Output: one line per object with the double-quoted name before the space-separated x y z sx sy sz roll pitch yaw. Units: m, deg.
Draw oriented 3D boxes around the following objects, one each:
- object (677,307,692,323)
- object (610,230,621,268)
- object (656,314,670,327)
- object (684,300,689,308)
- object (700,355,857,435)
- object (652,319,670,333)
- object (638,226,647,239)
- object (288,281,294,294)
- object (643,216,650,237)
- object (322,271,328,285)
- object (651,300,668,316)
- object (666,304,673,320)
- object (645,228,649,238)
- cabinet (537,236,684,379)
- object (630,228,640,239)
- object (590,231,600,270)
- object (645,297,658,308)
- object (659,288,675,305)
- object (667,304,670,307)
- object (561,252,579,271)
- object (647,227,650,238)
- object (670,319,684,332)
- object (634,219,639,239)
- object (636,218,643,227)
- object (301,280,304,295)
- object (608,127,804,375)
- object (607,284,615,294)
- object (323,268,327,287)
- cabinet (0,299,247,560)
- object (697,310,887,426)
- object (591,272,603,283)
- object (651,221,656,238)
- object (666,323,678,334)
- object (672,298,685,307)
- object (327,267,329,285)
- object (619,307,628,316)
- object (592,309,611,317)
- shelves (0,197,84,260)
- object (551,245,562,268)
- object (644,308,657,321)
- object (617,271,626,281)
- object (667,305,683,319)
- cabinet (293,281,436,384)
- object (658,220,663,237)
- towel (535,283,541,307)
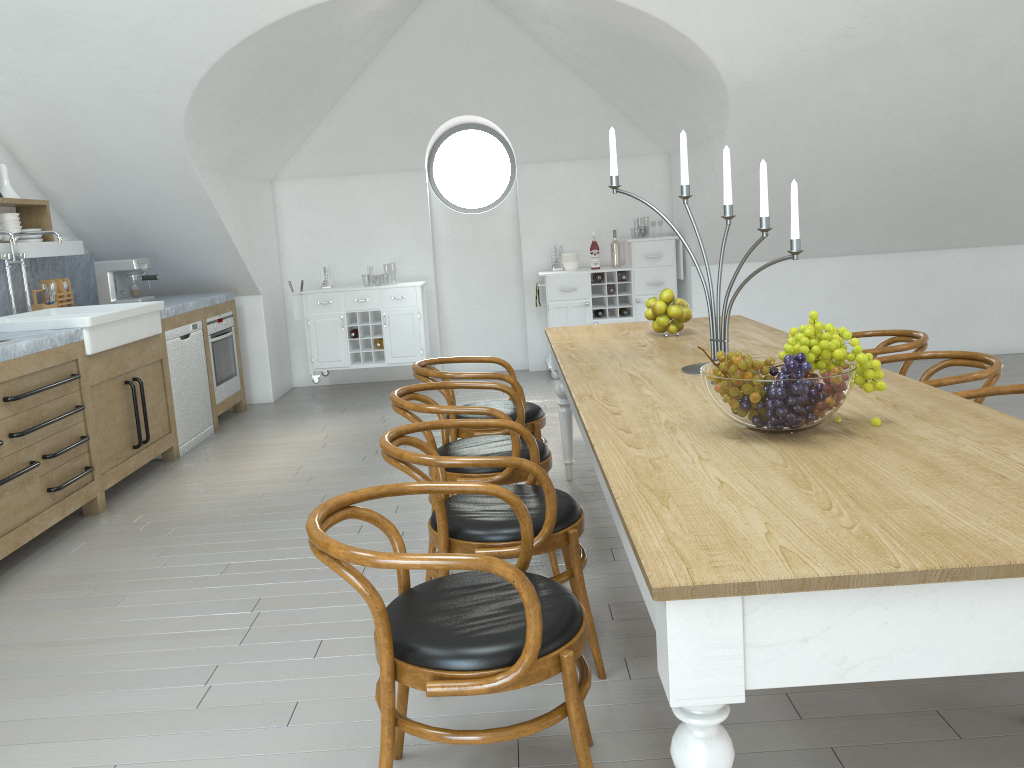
"object" 0.762 -0.307 3.927 0.071 0.072 0.071 -10 11 -35
"object" 0.901 -1.176 7.723 0.086 0.329 0.085 -11 11 -40
"object" 0.664 -0.278 3.902 0.060 0.055 0.060 -5 9 -5
"object" 0.766 -0.349 4.003 0.063 0.063 0.062 -11 12 -37
"object" 0.639 0.037 2.136 0.360 0.159 0.361 -7 10 -19
"object" 0.668 -0.267 3.979 0.078 0.073 0.080 5 13 44
"object" 1.118 -1.298 7.604 0.082 0.105 0.082 3 11 38
"object" -1.836 -0.741 7.494 0.088 0.267 0.029 -8 9 -27
"object" 1.187 -1.383 7.825 0.063 0.186 0.063 -6 9 -14
"object" -1.618 -0.919 7.725 0.097 0.136 0.029 -3 9 3
"object" 0.650 -0.335 3.916 0.066 0.071 0.073 -9 11 -30
"object" 0.712 -0.326 4.021 0.076 0.076 0.077 -10 11 -33
"object" 1.148 -1.304 7.686 0.077 0.085 0.078 -3 9 8
"cabinet" 0.856 -0.685 7.824 1.242 1.149 0.612 -4 9 0
"object" 1.085 -1.316 7.752 0.093 0.093 0.095 2 11 32
"object" 0.721 -1.164 7.729 0.081 0.328 0.081 -4 9 -4
"object" 0.633 -0.364 3.998 0.062 0.059 0.062 -4 9 1
"object" 0.687 -0.389 3.936 0.072 0.074 0.073 -4 9 0
"object" 0.682 -0.348 3.982 0.053 0.050 0.053 -9 11 -28
"object" 0.510 -1.062 7.716 0.154 0.159 0.158 1 10 28
"object" 1.175 -1.327 7.762 0.071 0.098 0.071 -3 9 8
"object" 0.742 -0.266 3.986 0.063 0.063 0.064 -2 9 11
"object" 1.080 -1.340 7.672 0.048 0.168 0.048 2 10 32
"object" 1.127 -1.372 7.808 0.054 0.178 0.054 -5 9 -6
"object" -1.781 -0.745 7.494 0.088 0.267 0.029 0 9 26
"object" 0.654 -0.489 3.048 0.266 0.871 0.777 -8 10 -26
"object" 0.854 -0.829 7.753 0.085 0.085 0.332 -4 10 0
"object" -1.631 -0.933 7.720 0.039 0.174 0.054 -4 9 0
"cabinet" -2.606 0.417 3.979 1.004 1.017 6.458 -4 10 0
"object" 0.660 -0.024 2.112 0.395 0.283 0.293 -11 11 -35
"object" 0.746 -0.930 7.730 0.092 0.094 0.361 -4 10 1
"object" 1.227 -1.340 7.677 0.046 0.142 0.046 -2 9 11
"object" 0.708 -0.246 3.927 0.050 0.050 0.051 -3 9 4
"object" 0.743 -0.355 3.949 0.058 0.057 0.053 -1 9 14
"object" -1.599 -0.931 7.706 0.039 0.163 0.024 -2 9 13
"object" 0.969 -0.640 7.772 0.081 0.080 0.360 -4 10 -2
"object" 0.795 -0.633 7.778 0.156 0.085 0.332 -4 10 1
"shelves" -2.952 -1.086 3.312 0.480 1.355 5.574 -5 10 -5
"object" 0.405 -1.139 7.931 0.115 0.208 0.065 -3 9 2
"object" 0.625 -0.314 3.972 0.062 0.059 0.062 -3 9 4
"object" 0.953 -0.938 7.723 0.087 0.084 0.361 -4 10 0
"object" 0.715 -0.316 3.884 0.071 0.063 0.072 -5 9 -7
"cabinet" -1.260 -0.445 7.644 1.134 0.786 0.499 -4 9 0
"object" 1.292 -1.350 7.709 0.046 0.142 0.046 -2 9 11
"towel" 0.227 -0.791 7.855 0.049 0.203 0.150 -4 9 1
